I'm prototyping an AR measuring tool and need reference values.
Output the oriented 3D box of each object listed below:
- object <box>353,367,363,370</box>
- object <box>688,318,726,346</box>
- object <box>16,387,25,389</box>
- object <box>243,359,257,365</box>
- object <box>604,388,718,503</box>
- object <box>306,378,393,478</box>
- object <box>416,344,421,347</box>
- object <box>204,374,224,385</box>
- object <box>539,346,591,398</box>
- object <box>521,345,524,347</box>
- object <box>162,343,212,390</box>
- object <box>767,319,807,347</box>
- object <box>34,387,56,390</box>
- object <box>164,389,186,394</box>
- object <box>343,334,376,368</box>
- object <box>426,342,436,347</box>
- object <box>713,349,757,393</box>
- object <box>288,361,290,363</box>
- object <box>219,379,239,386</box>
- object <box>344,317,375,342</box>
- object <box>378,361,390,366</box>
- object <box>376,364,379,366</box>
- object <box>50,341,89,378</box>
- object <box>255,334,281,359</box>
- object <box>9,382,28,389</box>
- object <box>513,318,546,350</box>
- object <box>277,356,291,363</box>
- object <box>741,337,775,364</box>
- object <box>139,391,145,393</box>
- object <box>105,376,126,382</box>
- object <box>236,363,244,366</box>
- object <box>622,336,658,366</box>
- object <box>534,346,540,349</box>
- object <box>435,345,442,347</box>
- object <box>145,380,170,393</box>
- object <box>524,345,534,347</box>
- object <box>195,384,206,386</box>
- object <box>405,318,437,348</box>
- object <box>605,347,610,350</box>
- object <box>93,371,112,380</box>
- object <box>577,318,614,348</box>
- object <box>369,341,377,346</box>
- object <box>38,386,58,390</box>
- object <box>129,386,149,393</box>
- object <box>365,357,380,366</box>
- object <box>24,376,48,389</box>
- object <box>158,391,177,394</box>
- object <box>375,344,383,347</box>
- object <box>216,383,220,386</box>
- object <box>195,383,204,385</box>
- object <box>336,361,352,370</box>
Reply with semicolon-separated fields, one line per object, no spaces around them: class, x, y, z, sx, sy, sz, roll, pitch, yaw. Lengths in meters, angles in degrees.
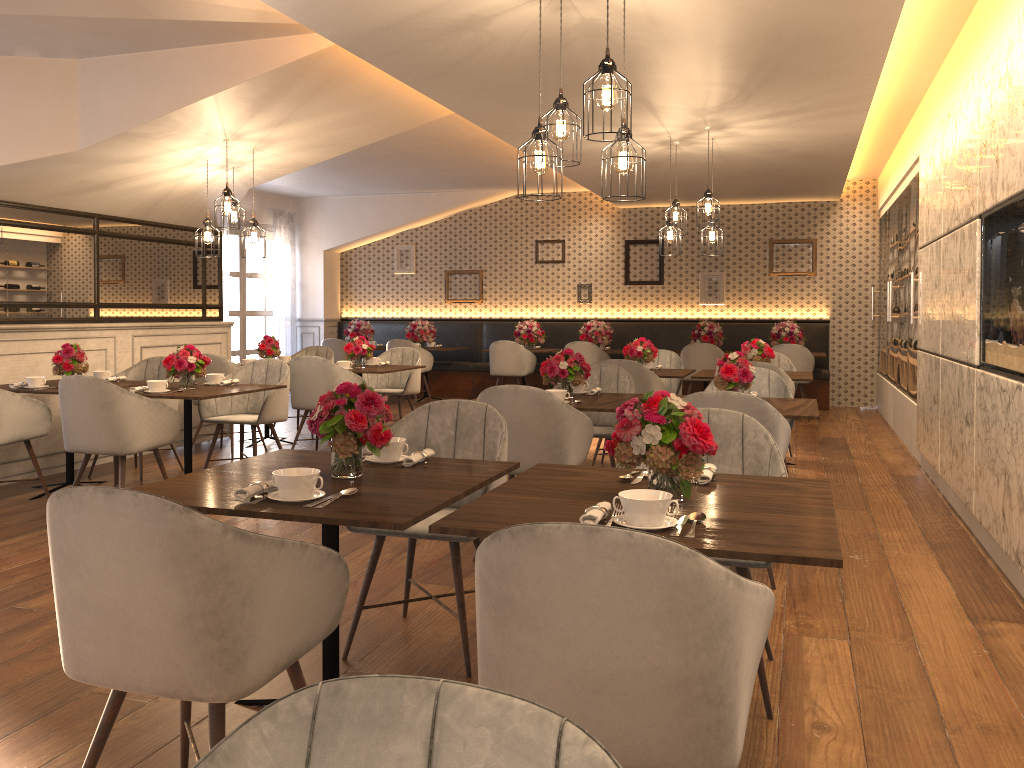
object;-1.337;-0.130;7.598;0.043;0.015;0.197;2;5;22
object;2.412;-0.600;10.938;0.420;0.425;0.406;-2;3;-30
object;-3.137;0.013;5.736;0.025;0.024;0.193;1;5;18
object;-2.341;-0.185;7.907;0.148;0.072;0.148;-1;4;-14
object;0.400;0.151;2.326;0.305;0.301;0.234;3;4;40
object;-0.493;0.126;2.648;0.234;0.301;0.305;-2;4;-39
object;-1.300;-0.507;11.917;0.148;0.072;0.148;-2;4;-24
object;-2.011;-0.031;5.997;0.148;0.072;0.148;-1;4;-14
object;0.310;-0.071;5.096;0.305;0.301;0.235;0;3;-4
object;0.078;-0.469;11.465;0.148;0.072;0.148;-2;4;-24
object;-2.070;-0.118;5.651;0.234;0.301;0.305;2;4;37
object;3.308;-0.576;10.655;0.420;0.425;0.406;-1;3;-28
object;-2.983;0.026;5.703;0.022;0.004;0.211;2;5;18
object;-2.061;0.047;5.393;0.043;0.015;0.197;2;5;22
object;-1.347;-0.294;7.856;0.234;0.301;0.305;2;4;37
object;-1.145;-0.554;12.506;0.148;0.072;0.148;-2;4;-24
object;1.206;-0.043;4.772;0.234;0.301;0.306;1;3;20
object;-2.078;-0.212;8.461;0.056;0.039;0.176;1;5;18
object;-1.903;-0.011;5.962;0.056;0.039;0.176;1;5;18
object;-2.145;-0.724;12.435;0.420;0.425;0.406;-2;3;-30
object;-1.180;-0.188;8.167;0.056;0.039;0.176;1;5;18
object;-1.215;-0.181;8.169;0.025;0.024;0.193;1;5;18
object;-2.966;-0.142;5.932;0.234;0.301;0.306;0;3;-7
object;-2.243;-0.318;8.137;0.234;0.301;0.306;0;3;-7
object;-3.173;0.006;5.737;0.056;0.039;0.176;1;5;18
object;0.229;-0.666;11.745;0.420;0.425;0.406;-1;3;-28
object;-2.186;-0.232;8.496;0.148;0.072;0.148;-1;4;-14
object;1.975;-0.232;7.126;0.305;0.301;0.234;3;4;40
object;-2.239;0.038;5.441;0.025;0.024;0.193;1;5;18
object;-2.801;-0.036;6.256;0.056;0.039;0.176;1;5;18
object;-2.450;-0.171;7.942;0.056;0.039;0.176;1;5;18
object;1.083;-0.259;7.451;0.305;0.301;0.235;0;3;-4
object;0.342;-0.496;12.020;0.056;0.039;0.176;1;5;18
object;-1.036;-0.534;12.472;0.056;0.039;0.176;1;5;18
object;-2.167;0.016;5.407;0.148;0.072;0.148;-1;4;-14
object;0.233;-0.516;12.055;0.148;0.072;0.148;-2;4;-24
object;-2.094;0.004;5.997;0.022;0.004;0.211;2;5;18
object;-1.245;-0.699;12.134;0.420;0.425;0.406;0;3;6
object;1.264;-0.470;11.718;0.056;0.039;0.176;1;5;18
object;-2.909;-0.056;6.291;0.148;0.072;0.148;-1;4;-14
object;1.083;-0.635;11.360;0.420;0.425;0.406;1;3;20
object;-2.026;-0.578;12.795;0.148;0.072;0.148;-2;4;-24
object;-2.959;0.022;5.688;0.043;0.015;0.197;2;5;22
object;-2.275;0.030;5.443;0.056;0.039;0.176;1;5;18
object;-1.288;-0.207;8.202;0.148;0.072;0.148;-1;4;-14
object;-3.065;-0.008;5.702;0.148;0.072;0.148;-1;4;-14
object;-2.085;0.051;5.409;0.022;0.004;0.211;2;5;18
object;-1.917;-0.558;12.760;0.056;0.039;0.176;1;5;18
object;-1.939;-0.004;5.963;0.025;0.024;0.193;1;5;18
object;-2.125;-0.004;6.014;0.043;0.015;0.198;1;5;14
object;-1.443;-0.160;7.612;0.148;0.072;0.148;-1;4;-14
